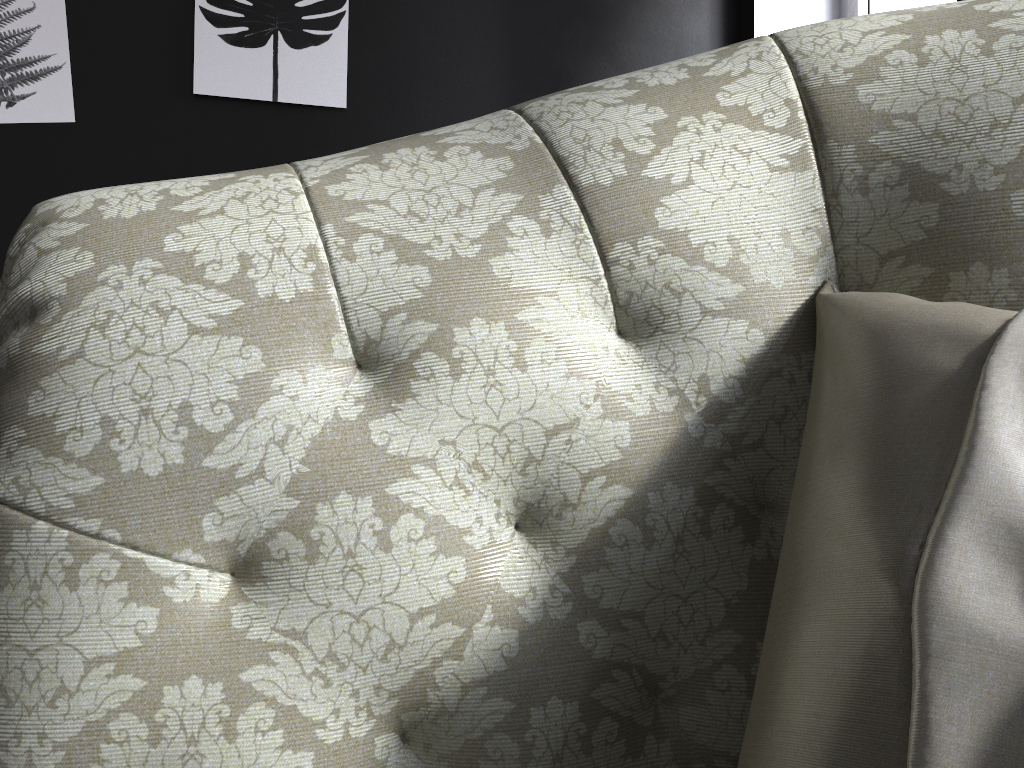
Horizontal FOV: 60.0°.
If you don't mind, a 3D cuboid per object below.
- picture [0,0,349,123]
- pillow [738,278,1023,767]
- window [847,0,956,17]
[{"bbox_3d":[-1.834,-1.017,2.076,4.456,0.771,0.058,-1,2,-15],"label":"picture"},{"bbox_3d":[0.419,0.124,0.219,0.529,0.416,1.105,-1,1,-15],"label":"pillow"},{"bbox_3d":[1.190,-1.120,2.403,0.112,1.457,0.740,-1,2,-15],"label":"window"}]
